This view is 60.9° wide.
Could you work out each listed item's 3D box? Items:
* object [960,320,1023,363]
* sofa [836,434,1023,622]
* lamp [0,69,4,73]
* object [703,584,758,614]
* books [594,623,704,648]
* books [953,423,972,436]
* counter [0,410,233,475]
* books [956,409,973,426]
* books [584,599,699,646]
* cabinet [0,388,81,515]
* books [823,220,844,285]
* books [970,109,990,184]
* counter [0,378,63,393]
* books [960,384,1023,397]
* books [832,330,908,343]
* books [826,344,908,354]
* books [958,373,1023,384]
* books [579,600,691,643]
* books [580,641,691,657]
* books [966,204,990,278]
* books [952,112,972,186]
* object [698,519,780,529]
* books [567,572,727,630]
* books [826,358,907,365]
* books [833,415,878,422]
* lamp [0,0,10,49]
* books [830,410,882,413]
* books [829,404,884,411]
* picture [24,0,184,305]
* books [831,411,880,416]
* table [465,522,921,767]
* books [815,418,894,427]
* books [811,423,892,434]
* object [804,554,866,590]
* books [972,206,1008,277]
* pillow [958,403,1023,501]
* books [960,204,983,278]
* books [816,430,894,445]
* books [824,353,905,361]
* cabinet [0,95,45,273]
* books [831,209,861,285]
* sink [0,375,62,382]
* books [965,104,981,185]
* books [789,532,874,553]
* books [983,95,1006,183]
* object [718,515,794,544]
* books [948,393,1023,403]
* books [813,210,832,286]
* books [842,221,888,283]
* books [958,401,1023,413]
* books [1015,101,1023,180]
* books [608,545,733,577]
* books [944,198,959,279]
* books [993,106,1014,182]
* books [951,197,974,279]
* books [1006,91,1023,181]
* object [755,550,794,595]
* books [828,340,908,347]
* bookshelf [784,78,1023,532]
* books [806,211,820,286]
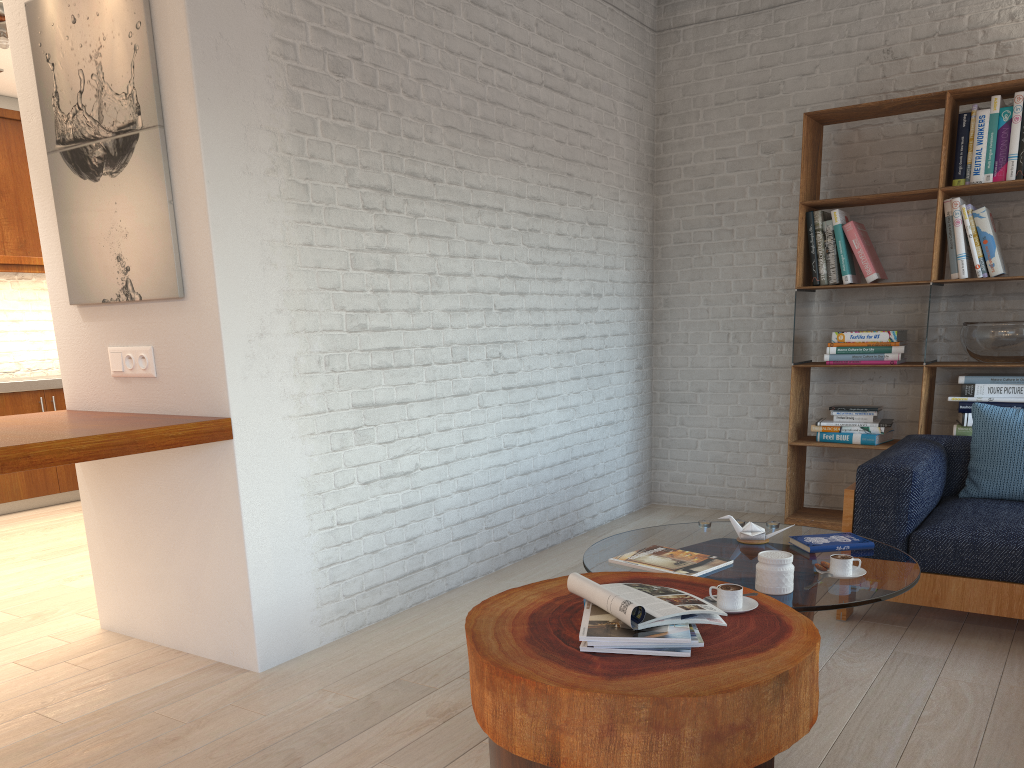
[{"bbox_3d":[2.445,-0.208,4.327,0.399,0.208,0.393,-3,6,-14],"label":"object"},{"bbox_3d":[1.631,0.691,2.092,2.066,0.681,3.861,1,5,34],"label":"sofa"},{"bbox_3d":[-3.219,-1.948,5.353,0.123,0.057,0.121,2,7,34],"label":"lamp"},{"bbox_3d":[0.581,0.563,2.317,0.146,0.057,0.170,0,5,23],"label":"object"},{"bbox_3d":[0.322,0.590,2.158,0.252,0.011,0.309,-2,4,3],"label":"books"},{"bbox_3d":[2.461,0.227,4.417,0.359,0.057,0.276,1,5,36],"label":"books"},{"bbox_3d":[-2.319,0.661,2.491,1.674,0.949,2.440,2,7,34],"label":"counter"},{"bbox_3d":[2.459,0.168,4.383,0.379,0.066,0.237,0,5,20],"label":"books"},{"bbox_3d":[0.307,0.581,2.144,0.252,0.011,0.309,-2,4,3],"label":"books"},{"bbox_3d":[-2.645,-0.517,5.571,4.780,2.930,2.192,-2,10,-1],"label":"cabinet"},{"bbox_3d":[1.742,-0.698,4.676,0.101,0.345,0.248,7,13,34],"label":"books"},{"bbox_3d":[2.260,-1.116,4.183,0.055,0.341,0.248,7,14,34],"label":"books"},{"bbox_3d":[-2.602,0.045,5.258,3.499,0.072,3.258,1,5,34],"label":"counter"},{"bbox_3d":[2.464,0.024,4.365,0.378,0.066,0.238,0,5,28],"label":"books"},{"bbox_3d":[1.910,-0.254,4.650,0.324,0.057,0.249,1,5,36],"label":"books"},{"bbox_3d":[1.897,-0.186,4.655,0.378,0.037,0.238,0,5,27],"label":"books"},{"bbox_3d":[2.456,-0.027,4.351,0.377,0.037,0.239,1,5,34],"label":"books"},{"bbox_3d":[0.301,0.570,2.135,0.252,0.011,0.309,-1,4,8],"label":"books"},{"bbox_3d":[0.316,0.602,2.146,0.252,0.011,0.309,-1,4,13],"label":"books"},{"bbox_3d":[2.302,-0.695,4.287,0.123,0.360,0.265,7,13,34],"label":"books"},{"bbox_3d":[2.206,-1.119,4.240,0.055,0.341,0.248,7,14,34],"label":"books"},{"bbox_3d":[0.867,0.534,3.336,0.302,0.028,0.066,-1,5,11],"label":"object"},{"bbox_3d":[0.335,0.551,2.202,0.271,0.112,0.315,-4,6,-23],"label":"books"},{"bbox_3d":[1.905,-0.121,4.683,0.353,0.021,0.266,1,5,34],"label":"books"},{"bbox_3d":[1.891,0.183,4.794,0.204,0.035,0.129,1,5,34],"label":"books"},{"bbox_3d":[-2.607,-1.805,4.450,0.447,0.176,0.440,2,6,34],"label":"lamp"},{"bbox_3d":[1.891,0.142,4.784,0.241,0.008,0.152,1,5,34],"label":"books"},{"bbox_3d":[1.885,0.131,4.769,0.250,0.018,0.158,1,5,34],"label":"books"},{"bbox_3d":[-1.387,-0.800,2.955,0.650,1.049,0.019,5,15,32],"label":"picture"},{"bbox_3d":[1.890,0.155,4.796,0.235,0.019,0.166,0,5,27],"label":"books"},{"bbox_3d":[0.544,0.798,2.686,1.067,0.461,1.794,3,6,40],"label":"table"},{"bbox_3d":[1.880,0.211,4.781,0.378,0.019,0.238,0,4,26],"label":"books"},{"bbox_3d":[1.874,0.237,4.804,0.377,0.037,0.239,1,5,34],"label":"books"},{"bbox_3d":[0.982,0.564,2.632,0.154,0.059,0.264,1,5,27],"label":"object"},{"bbox_3d":[2.334,-0.684,4.252,0.157,0.340,0.248,6,13,34],"label":"books"},{"bbox_3d":[2.170,0.289,3.594,0.552,0.422,0.217,3,12,32],"label":"pillow"},{"bbox_3d":[2.279,-0.695,4.292,0.123,0.360,0.265,7,13,34],"label":"books"},{"bbox_3d":[1.888,0.285,4.797,0.323,0.057,0.250,2,6,44],"label":"books"},{"bbox_3d":[1.893,-0.149,4.676,0.378,0.037,0.238,0,5,29],"label":"books"},{"bbox_3d":[-3.919,-1.342,5.753,0.457,1.200,3.267,7,9,34],"label":"cabinet"},{"bbox_3d":[1.770,-0.719,4.615,0.120,0.394,0.237,7,14,34],"label":"books"},{"bbox_3d":[-3.600,-0.125,6.310,0.513,0.442,0.838,4,8,34],"label":"sink"},{"bbox_3d":[2.237,-1.132,4.215,0.020,0.371,0.265,8,14,34],"label":"books"},{"bbox_3d":[1.104,0.550,3.021,0.231,0.023,0.158,-2,4,-8],"label":"books"},{"bbox_3d":[2.300,-1.144,4.154,0.036,0.396,0.237,8,14,34],"label":"books"},{"bbox_3d":[0.871,0.515,3.121,0.192,0.094,0.183,-5,7,-30],"label":"object"},{"bbox_3d":[2.448,0.068,4.365,0.441,0.021,0.266,1,5,34],"label":"books"},{"bbox_3d":[1.688,-0.723,4.682,0.090,0.397,0.237,7,14,34],"label":"books"},{"bbox_3d":[1.861,-0.688,4.591,0.193,0.329,0.248,6,13,33],"label":"books"},{"bbox_3d":[2.428,0.107,4.374,0.325,0.057,0.248,0,5,29],"label":"books"},{"bbox_3d":[2.412,-1.143,4.087,0.036,0.396,0.237,8,14,34],"label":"books"},{"bbox_3d":[0.523,0.585,2.879,0.248,0.011,0.314,-6,5,-43],"label":"books"},{"bbox_3d":[2.210,-0.714,4.348,0.100,0.396,0.237,7,14,34],"label":"books"},{"bbox_3d":[2.348,-1.117,4.147,0.055,0.341,0.248,7,14,34],"label":"books"},{"bbox_3d":[2.229,-0.711,4.309,0.102,0.396,0.237,7,14,34],"label":"books"},{"bbox_3d":[2.375,-1.142,4.099,0.036,0.396,0.237,8,14,34],"label":"books"},{"bbox_3d":[0.768,0.550,2.548,0.106,0.111,0.106,-9,12,-40],"label":"object"},{"bbox_3d":[1.905,-0.216,4.665,0.354,0.021,0.266,1,5,32],"label":"books"},{"bbox_3d":[2.156,-0.271,4.461,1.306,2.275,0.355,5,15,32],"label":"bookshelf"},{"bbox_3d":[1.653,-0.722,4.696,0.090,0.397,0.237,7,14,34],"label":"books"}]
